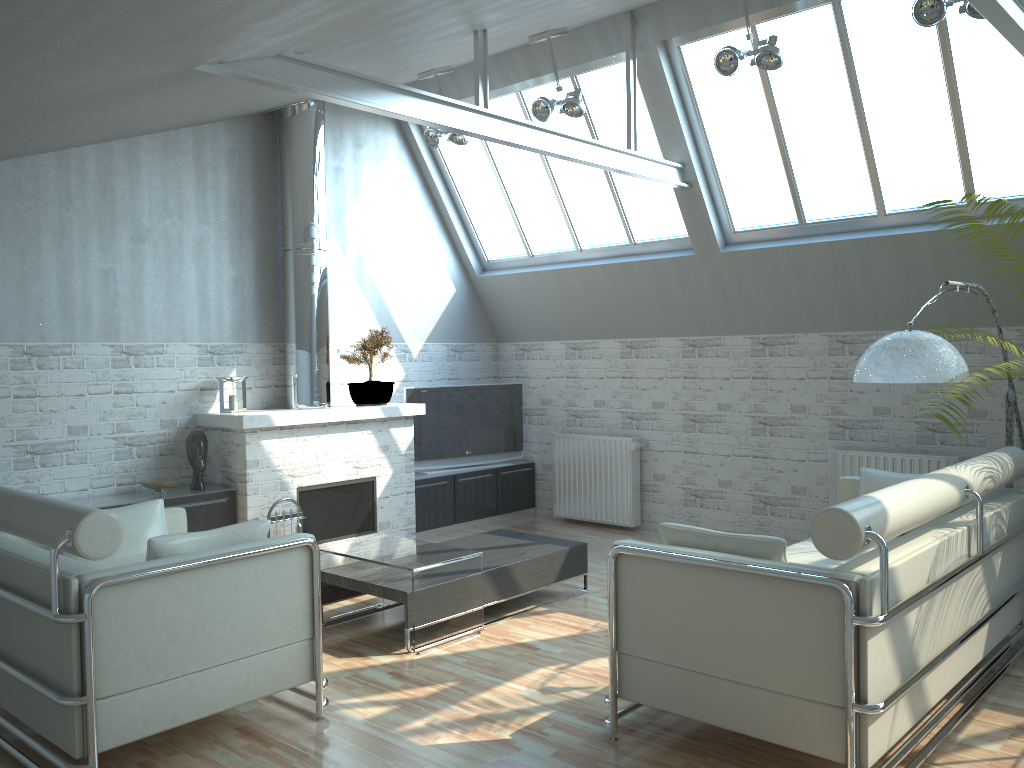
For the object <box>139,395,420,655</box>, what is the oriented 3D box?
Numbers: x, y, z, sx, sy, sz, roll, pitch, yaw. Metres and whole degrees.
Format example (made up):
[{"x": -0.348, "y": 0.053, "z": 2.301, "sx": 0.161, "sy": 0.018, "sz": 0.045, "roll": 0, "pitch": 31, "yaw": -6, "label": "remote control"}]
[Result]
[{"x": -2.686, "y": 1.457, "z": 10.715, "sx": 4.859, "sy": 2.558, "sz": 1.528, "roll": 1, "pitch": 2, "yaw": 41, "label": "object"}]

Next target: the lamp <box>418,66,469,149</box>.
[{"x": -1.087, "y": -4.230, "z": 13.533, "sx": 0.619, "sy": 1.172, "sz": 0.808, "roll": -3, "pitch": 2, "yaw": -44, "label": "lamp"}]

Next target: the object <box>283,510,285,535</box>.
[{"x": -3.059, "y": 2.190, "z": 12.120, "sx": 0.145, "sy": 0.932, "sz": 0.065, "roll": 0, "pitch": 2, "yaw": 23, "label": "object"}]

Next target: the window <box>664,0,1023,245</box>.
[{"x": 4.444, "y": -3.457, "z": 11.277, "sx": 4.651, "sy": 2.787, "sz": 1.897, "roll": 1, "pitch": 2, "yaw": 42, "label": "window"}]

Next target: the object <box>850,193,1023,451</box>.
[{"x": 5.293, "y": 0.472, "z": 8.626, "sx": 3.777, "sy": 4.386, "sz": 5.015, "roll": 0, "pitch": 2, "yaw": 17, "label": "object"}]

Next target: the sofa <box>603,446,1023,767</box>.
[{"x": 3.091, "y": 1.720, "z": 8.082, "sx": 2.199, "sy": 1.999, "sz": 4.866, "roll": 1, "pitch": 2, "yaw": 42, "label": "sofa"}]

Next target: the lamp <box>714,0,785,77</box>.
[{"x": 2.663, "y": -4.191, "z": 10.171, "sx": 0.618, "sy": 1.172, "sz": 0.808, "roll": -3, "pitch": 2, "yaw": -44, "label": "lamp"}]

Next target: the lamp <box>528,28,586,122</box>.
[{"x": 0.559, "y": -4.213, "z": 12.058, "sx": 0.619, "sy": 1.172, "sz": 0.808, "roll": -3, "pitch": 2, "yaw": -44, "label": "lamp"}]

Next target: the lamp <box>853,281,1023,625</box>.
[{"x": 5.138, "y": 0.774, "z": 9.654, "sx": 4.621, "sy": 3.709, "sz": 1.015, "roll": -3, "pitch": 2, "yaw": -42, "label": "lamp"}]

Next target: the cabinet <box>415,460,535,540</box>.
[{"x": -0.967, "y": 2.039, "z": 16.040, "sx": 0.908, "sy": 1.016, "sz": 3.234, "roll": 1, "pitch": 2, "yaw": 42, "label": "cabinet"}]

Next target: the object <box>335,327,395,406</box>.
[{"x": -2.313, "y": -0.290, "z": 14.025, "sx": 1.115, "sy": 1.265, "sz": 0.572, "roll": -3, "pitch": 2, "yaw": -44, "label": "object"}]

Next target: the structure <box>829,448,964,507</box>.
[{"x": 5.367, "y": 1.712, "z": 12.272, "sx": 1.892, "sy": 1.524, "sz": 0.508, "roll": 1, "pitch": 2, "yaw": 42, "label": "structure"}]

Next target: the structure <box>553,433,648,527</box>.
[{"x": 1.543, "y": 1.673, "z": 15.701, "sx": 1.892, "sy": 1.524, "sz": 0.508, "roll": 1, "pitch": 2, "yaw": 42, "label": "structure"}]

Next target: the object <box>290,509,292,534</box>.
[{"x": -3.037, "y": 2.148, "z": 12.229, "sx": 0.025, "sy": 0.855, "sz": 0.025, "roll": -2, "pitch": 2, "yaw": -26, "label": "object"}]

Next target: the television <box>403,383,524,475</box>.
[{"x": -0.880, "y": 0.772, "z": 16.026, "sx": 2.577, "sy": 1.514, "sz": 0.592, "roll": -2, "pitch": 2, "yaw": -38, "label": "television"}]

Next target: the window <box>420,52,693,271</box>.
[{"x": 0.662, "y": -3.496, "z": 14.668, "sx": 4.651, "sy": 2.787, "sz": 1.897, "roll": 1, "pitch": 2, "yaw": 42, "label": "window"}]

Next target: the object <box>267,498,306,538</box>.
[{"x": -3.131, "y": 2.133, "z": 12.251, "sx": 0.412, "sy": 1.124, "sz": 0.584, "roll": 1, "pitch": 2, "yaw": 42, "label": "object"}]

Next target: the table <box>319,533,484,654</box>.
[{"x": -1.294, "y": 2.282, "z": 9.927, "sx": 1.726, "sy": 0.867, "sz": 1.015, "roll": 1, "pitch": 2, "yaw": 42, "label": "table"}]

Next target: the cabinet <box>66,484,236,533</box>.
[{"x": -5.644, "y": 2.148, "z": 10.806, "sx": 0.914, "sy": 1.270, "sz": 4.572, "roll": 1, "pitch": 2, "yaw": 42, "label": "cabinet"}]

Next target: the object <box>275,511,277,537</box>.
[{"x": -3.151, "y": 2.187, "z": 12.011, "sx": 0.146, "sy": 0.916, "sz": 0.131, "roll": 1, "pitch": 2, "yaw": 42, "label": "object"}]

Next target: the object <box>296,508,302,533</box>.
[{"x": -2.961, "y": 2.153, "z": 12.314, "sx": 0.155, "sy": 0.873, "sz": 0.026, "roll": 1, "pitch": 2, "yaw": 43, "label": "object"}]

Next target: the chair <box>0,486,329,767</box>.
[{"x": -3.173, "y": 1.840, "z": 7.534, "sx": 2.507, "sy": 2.001, "sz": 2.201, "roll": 1, "pitch": 2, "yaw": 42, "label": "chair"}]

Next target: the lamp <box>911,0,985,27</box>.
[{"x": 4.322, "y": -4.175, "z": 8.683, "sx": 0.619, "sy": 1.172, "sz": 0.808, "roll": -3, "pitch": 2, "yaw": -44, "label": "lamp"}]

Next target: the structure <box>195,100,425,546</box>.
[{"x": -3.008, "y": -0.930, "z": 13.487, "sx": 1.309, "sy": 7.180, "sz": 3.302, "roll": 1, "pitch": 2, "yaw": 42, "label": "structure"}]
